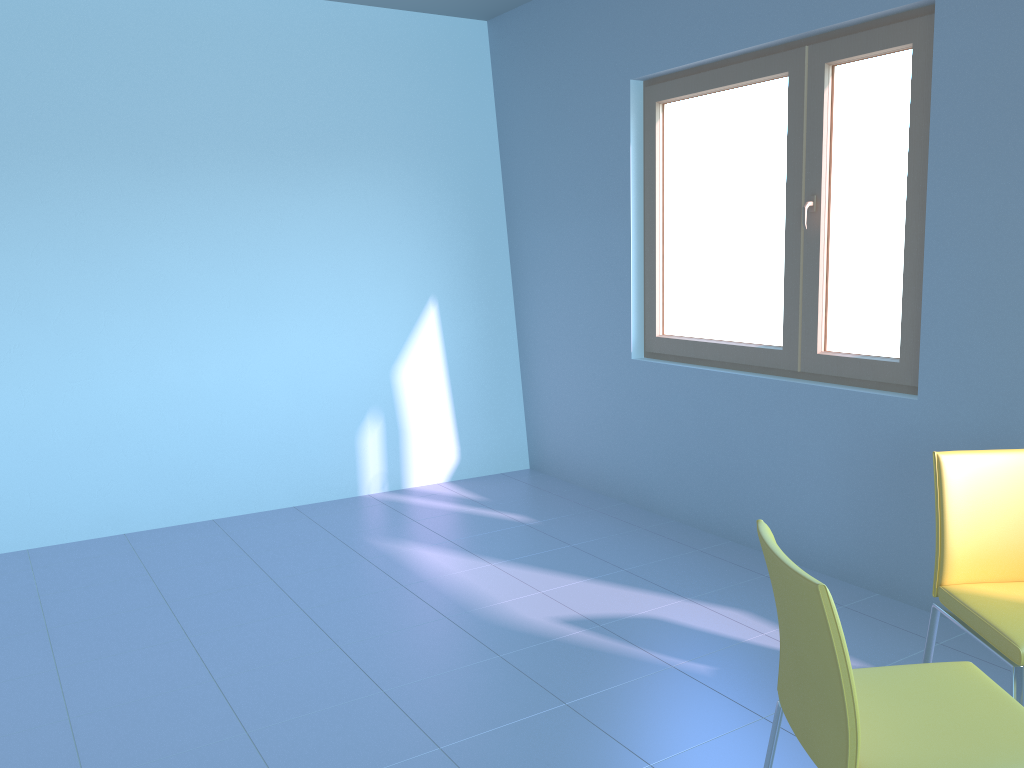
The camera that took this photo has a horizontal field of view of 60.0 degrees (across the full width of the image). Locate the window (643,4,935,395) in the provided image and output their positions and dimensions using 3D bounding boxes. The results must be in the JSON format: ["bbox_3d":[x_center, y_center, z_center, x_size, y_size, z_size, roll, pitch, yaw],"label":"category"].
[{"bbox_3d":[0.998,-0.664,3.496,0.142,1.263,1.475,-7,10,-31],"label":"window"}]

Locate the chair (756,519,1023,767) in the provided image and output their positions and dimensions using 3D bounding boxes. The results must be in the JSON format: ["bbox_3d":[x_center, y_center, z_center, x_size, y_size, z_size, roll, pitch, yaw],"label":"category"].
[{"bbox_3d":[0.715,0.631,1.638,0.484,0.695,0.387,-2,9,-1],"label":"chair"}]

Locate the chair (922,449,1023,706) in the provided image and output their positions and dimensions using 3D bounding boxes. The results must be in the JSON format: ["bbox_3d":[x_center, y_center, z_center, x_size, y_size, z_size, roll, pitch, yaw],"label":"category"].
[{"bbox_3d":[1.264,0.544,2.115,0.387,0.695,0.484,-2,9,-1],"label":"chair"}]
